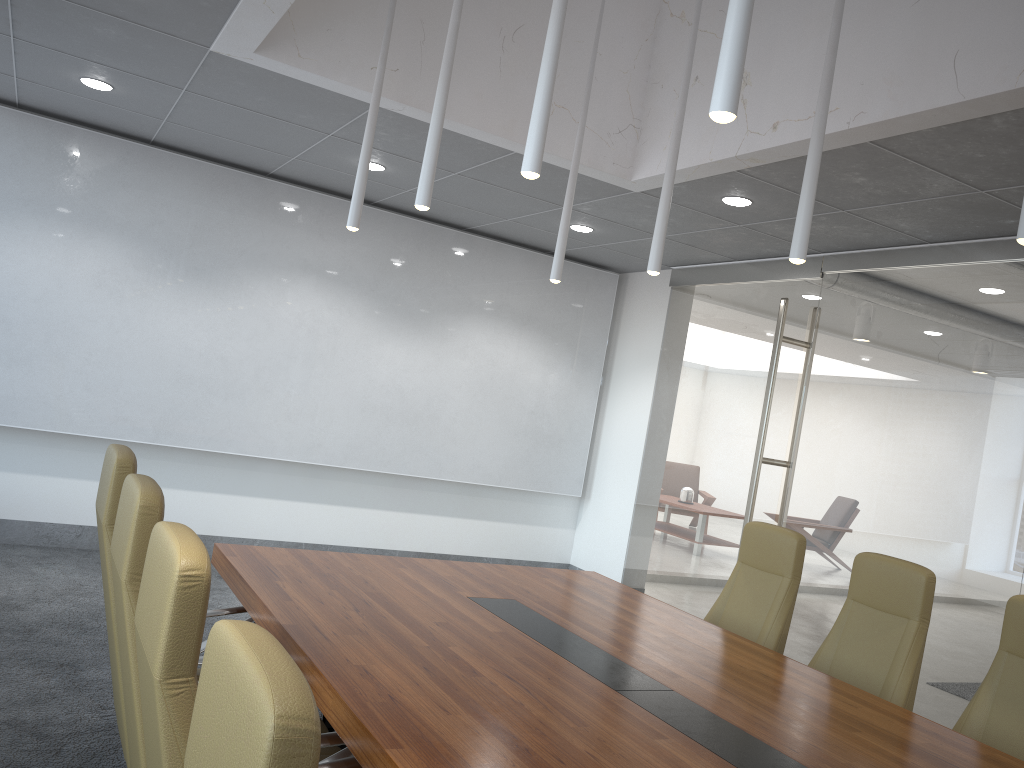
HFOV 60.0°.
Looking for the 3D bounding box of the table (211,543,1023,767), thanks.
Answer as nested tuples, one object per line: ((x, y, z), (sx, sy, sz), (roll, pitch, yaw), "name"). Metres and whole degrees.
((0.975, 1.608, 2.087), (2.300, 0.895, 6.500), (11, -2, -28), "table")

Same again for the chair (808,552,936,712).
((1.387, 1.475, 4.131), (0.955, 1.406, 0.711), (11, -2, -28), "chair")

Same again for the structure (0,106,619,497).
((1.322, -0.117, 2.162), (6.600, 2.466, 13.989), (11, -2, -28), "structure")

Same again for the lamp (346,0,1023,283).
((1.550, -1.702, 2.173), (2.619, 2.378, 7.258), (11, -2, -28), "lamp")

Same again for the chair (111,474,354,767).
((-0.859, 1.052, 2.883), (0.955, 1.406, 0.711), (11, -2, -28), "chair")

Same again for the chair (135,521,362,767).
((-0.491, 1.098, 2.201), (0.955, 1.406, 0.711), (11, -2, -28), "chair")

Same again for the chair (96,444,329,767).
((-1.235, 1.005, 3.584), (0.955, 1.406, 0.711), (11, -2, -28), "chair")

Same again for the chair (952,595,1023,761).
((1.770, 1.522, 3.419), (0.955, 1.406, 0.711), (11, -2, -28), "chair")

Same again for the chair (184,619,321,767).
((-0.106, 1.146, 1.485), (0.955, 1.406, 0.711), (11, -2, -28), "chair")

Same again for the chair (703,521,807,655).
((1.009, 1.427, 4.834), (0.955, 1.406, 0.711), (11, -2, -28), "chair")
